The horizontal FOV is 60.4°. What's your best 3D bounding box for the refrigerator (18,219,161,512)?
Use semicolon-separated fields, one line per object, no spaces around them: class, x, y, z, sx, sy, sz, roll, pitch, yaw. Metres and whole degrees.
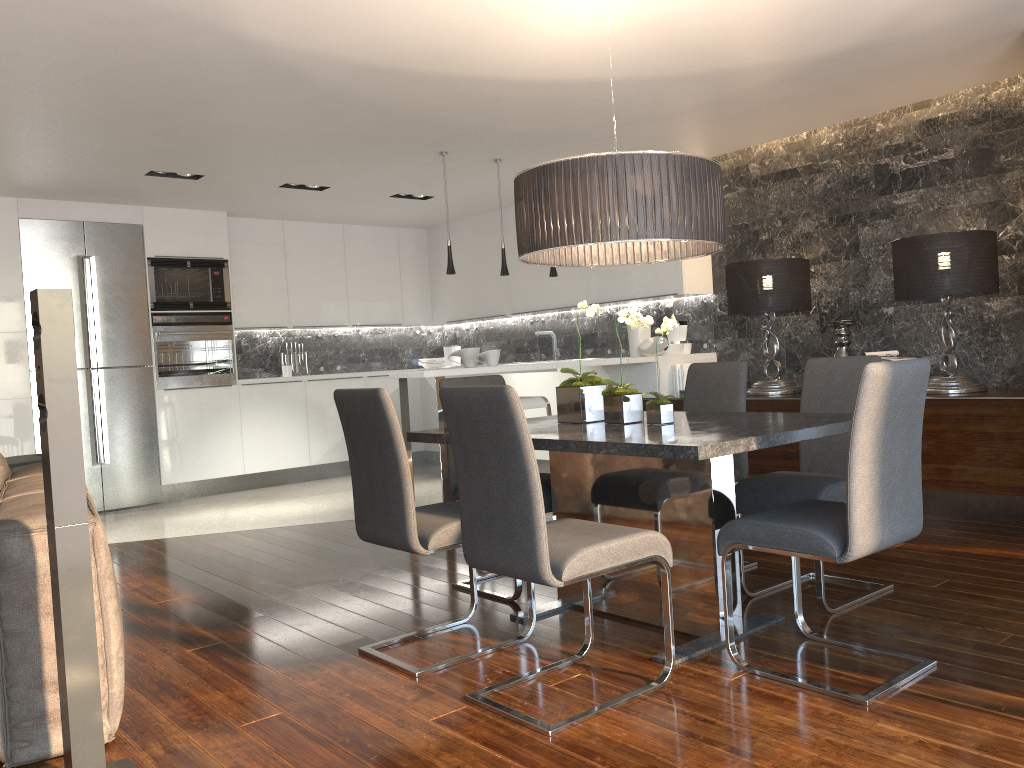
refrigerator;-3.540;-0.130;7.297;0.921;2.342;0.552;-5;2;-40

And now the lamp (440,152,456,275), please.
lamp;-0.451;-1.186;6.127;0.061;0.845;0.055;-5;2;-40

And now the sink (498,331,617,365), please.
sink;0.380;-0.228;8.035;0.537;0.520;1.090;-5;2;-39

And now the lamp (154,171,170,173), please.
lamp;-2.503;-1.540;6.267;0.186;0.077;0.167;-5;2;-40

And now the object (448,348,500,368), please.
object;-0.247;-0.180;5.926;0.198;0.133;0.414;-5;2;-39

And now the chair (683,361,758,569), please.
chair;0.818;0.391;4.131;0.603;0.964;0.405;-5;2;-40

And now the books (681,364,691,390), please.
books;1.359;-0.034;6.698;0.185;0.243;0.022;-5;2;-40

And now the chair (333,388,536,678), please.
chair;-0.279;0.479;3.208;0.603;0.964;0.405;-5;2;-40

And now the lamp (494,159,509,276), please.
lamp;-0.078;-1.216;6.440;0.061;0.845;0.055;-5;2;-40

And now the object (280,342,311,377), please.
object;-2.128;-0.243;8.611;0.307;0.336;0.057;-4;2;-36

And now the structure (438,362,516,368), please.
structure;-0.348;-0.192;8.927;0.598;0.011;0.590;-5;2;-40

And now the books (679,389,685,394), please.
books;1.361;0.049;6.439;0.217;0.024;0.174;-2;2;29

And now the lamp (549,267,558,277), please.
lamp;0.294;-1.246;6.754;0.061;0.845;0.055;-5;2;-40

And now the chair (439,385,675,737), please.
chair;0.140;0.468;2.694;0.603;0.964;0.405;-5;2;-40

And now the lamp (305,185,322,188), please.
lamp;-1.577;-1.614;7.047;0.168;0.077;0.186;-2;2;33

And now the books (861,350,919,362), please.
books;2.454;-0.158;5.639;0.338;0.109;0.260;-4;2;-30

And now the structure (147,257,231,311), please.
structure;-2.964;-0.855;7.835;0.696;0.450;0.579;-5;2;-40

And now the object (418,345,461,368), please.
object;-0.797;-0.294;9.533;0.373;0.234;0.524;-4;2;-30

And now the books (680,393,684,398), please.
books;1.373;0.077;6.442;0.232;0.034;0.188;-3;2;28

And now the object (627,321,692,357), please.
object;1.224;-0.377;6.996;0.602;0.298;0.395;-4;2;-28

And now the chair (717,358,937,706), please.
chair;0.996;0.416;2.775;0.451;0.964;0.541;-5;2;-40

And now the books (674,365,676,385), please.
books;1.319;-0.033;6.747;0.185;0.243;0.022;-5;2;-40

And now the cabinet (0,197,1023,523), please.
cabinet;-0.504;-0.351;5.983;4.694;2.500;6.544;-5;2;-39

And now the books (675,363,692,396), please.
books;1.314;-0.032;6.716;0.184;0.243;0.018;-5;2;-40

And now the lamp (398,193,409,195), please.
lamp;-0.942;-1.665;7.580;0.169;0.077;0.184;-3;2;26

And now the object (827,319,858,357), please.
object;2.222;-0.183;5.886;0.205;0.485;0.211;-3;1;8

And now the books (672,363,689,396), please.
books;1.303;-0.032;6.759;0.184;0.243;0.018;-5;2;-40

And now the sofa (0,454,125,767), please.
sofa;-2.878;0.768;2.811;2.869;0.704;2.365;-4;2;-30

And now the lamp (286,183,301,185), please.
lamp;-1.722;-1.602;6.925;0.186;0.077;0.167;-5;2;-40

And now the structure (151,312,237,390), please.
structure;-2.902;-0.292;7.814;0.702;0.650;0.614;-5;2;-40

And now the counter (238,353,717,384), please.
counter;-0.643;-0.115;7.644;2.841;0.041;3.811;-5;2;-39

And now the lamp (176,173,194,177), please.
lamp;-2.358;-1.551;6.389;0.168;0.077;0.186;-2;2;33

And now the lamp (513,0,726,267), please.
lamp;0.391;-1.047;3.389;0.830;1.102;0.778;-4;1;-16

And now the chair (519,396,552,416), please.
chair;0.010;0.488;5.378;0.443;0.800;0.407;-5;2;-40

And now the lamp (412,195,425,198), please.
lamp;-0.797;-1.676;7.702;0.171;0.077;0.183;-3;2;21

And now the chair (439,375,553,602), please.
chair;-0.003;0.441;4.038;0.451;0.964;0.541;-5;2;-40

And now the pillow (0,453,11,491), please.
pillow;-2.700;0.487;3.450;2.061;0.431;1.076;-3;2;11

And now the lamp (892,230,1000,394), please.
lamp;2.629;-0.418;5.316;0.609;0.933;0.576;-4;1;-13

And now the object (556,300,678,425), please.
object;0.443;-0.102;3.507;0.327;0.501;0.543;-5;2;-43

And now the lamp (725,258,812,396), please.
lamp;1.843;-0.398;6.278;0.560;0.933;0.624;-2;2;41

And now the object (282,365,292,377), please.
object;-2.165;-0.128;8.474;0.091;0.117;0.093;-3;1;9

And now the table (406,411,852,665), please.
table;0.485;0.532;3.406;1.098;0.760;1.515;-5;2;-39

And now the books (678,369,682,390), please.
books;1.330;-0.013;6.701;0.163;0.205;0.019;-5;2;-40

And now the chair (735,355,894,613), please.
chair;1.237;0.380;3.617;0.603;0.964;0.405;-5;2;-40
